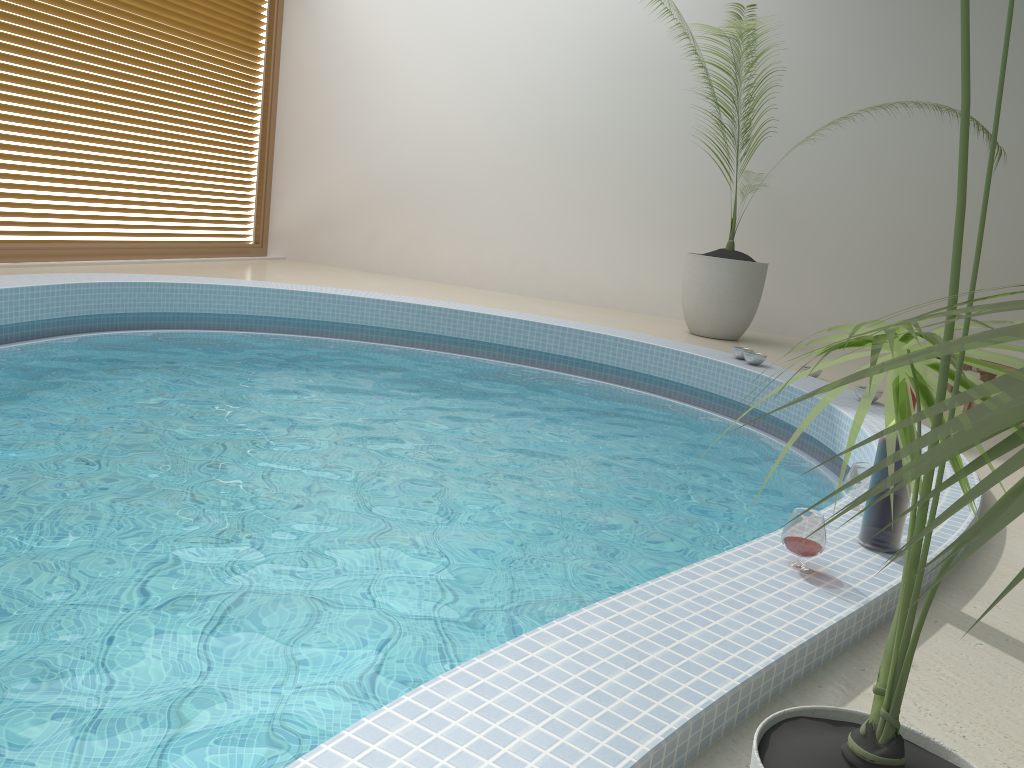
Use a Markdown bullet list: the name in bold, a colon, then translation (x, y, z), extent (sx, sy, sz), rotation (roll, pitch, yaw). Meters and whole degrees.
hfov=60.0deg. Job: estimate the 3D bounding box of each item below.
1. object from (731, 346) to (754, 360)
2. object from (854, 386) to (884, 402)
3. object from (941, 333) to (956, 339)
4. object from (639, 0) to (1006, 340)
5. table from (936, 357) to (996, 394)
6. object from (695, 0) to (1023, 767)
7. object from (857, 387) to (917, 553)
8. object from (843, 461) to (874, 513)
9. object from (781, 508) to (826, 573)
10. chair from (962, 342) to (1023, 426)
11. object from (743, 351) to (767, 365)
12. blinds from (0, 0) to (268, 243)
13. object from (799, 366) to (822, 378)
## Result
- **object**: translation (1.439, -0.189, 5.547), extent (0.140, 0.069, 0.140), rotation (4, 12, -14)
- **object**: translation (1.825, 0.058, 4.551), extent (0.140, 0.069, 0.140), rotation (4, 12, -14)
- **object**: translation (2.777, -0.261, 5.660), extent (0.102, 0.137, 0.102), rotation (14, 13, 31)
- **object**: translation (1.970, -1.795, 6.875), extent (2.979, 2.960, 2.729), rotation (3, 12, -18)
- **table**: translation (2.821, -0.047, 5.625), extent (0.283, 0.255, 0.320), rotation (3, 12, -21)
- **object**: translation (0.364, -0.136, 0.841), extent (0.791, 1.695, 1.059), rotation (8, 11, 4)
- **object**: translation (0.990, 0.215, 2.292), extent (0.109, 0.435, 0.109), rotation (-2, 14, -38)
- **object**: translation (1.041, 0.306, 2.641), extent (0.102, 0.137, 0.102), rotation (12, 12, 25)
- **object**: translation (0.692, 0.370, 2.105), extent (0.102, 0.137, 0.102), rotation (12, 12, 25)
- **chair**: translation (3.591, -0.124, 4.915), extent (1.903, 0.866, 0.861), rotation (3, 12, -21)
- **object**: translation (1.468, -0.150, 5.371), extent (0.140, 0.069, 0.140), rotation (4, 12, -14)
- **blinds**: translation (-3.367, -2.533, 7.283), extent (0.095, 2.921, 4.414), rotation (10, 12, 16)
- **object**: translation (1.891, -0.068, 5.629), extent (0.140, 0.069, 0.140), rotation (4, 12, -14)
